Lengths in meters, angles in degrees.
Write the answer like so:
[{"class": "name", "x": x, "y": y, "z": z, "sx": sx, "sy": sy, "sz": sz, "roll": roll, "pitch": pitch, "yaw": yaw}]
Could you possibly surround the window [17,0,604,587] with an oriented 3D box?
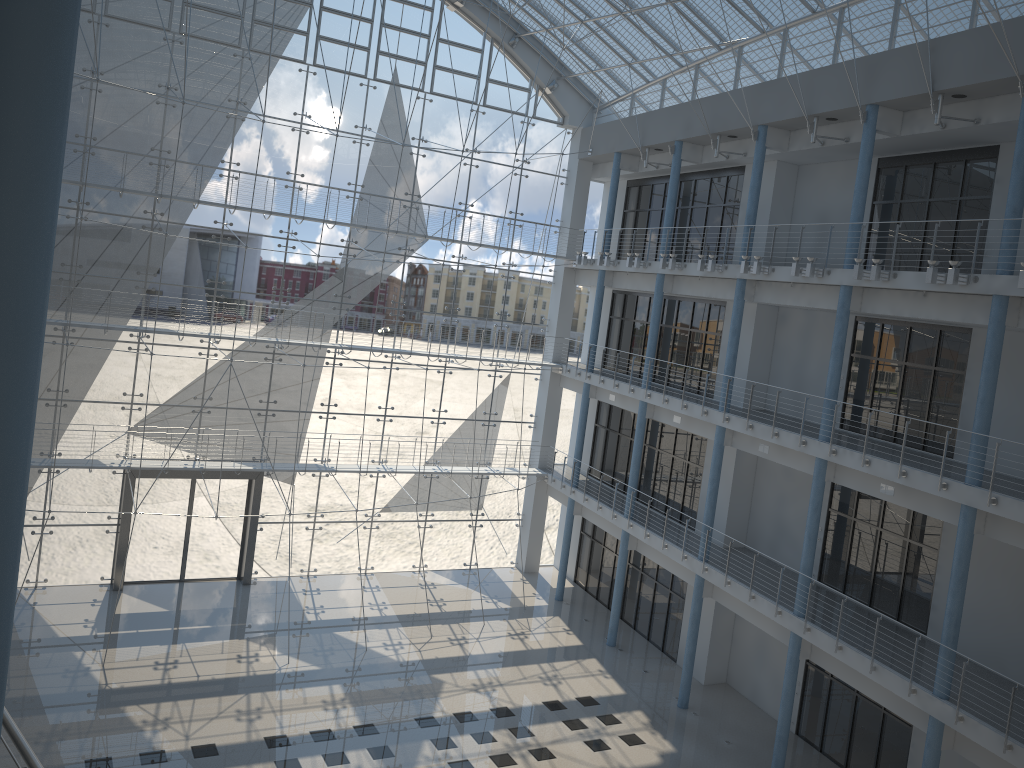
[{"class": "window", "x": -1.235, "y": -0.557, "z": 3.579, "sx": 3.837, "sy": 2.765, "sz": 0.010, "roll": 5, "pitch": 3, "yaw": -28}]
